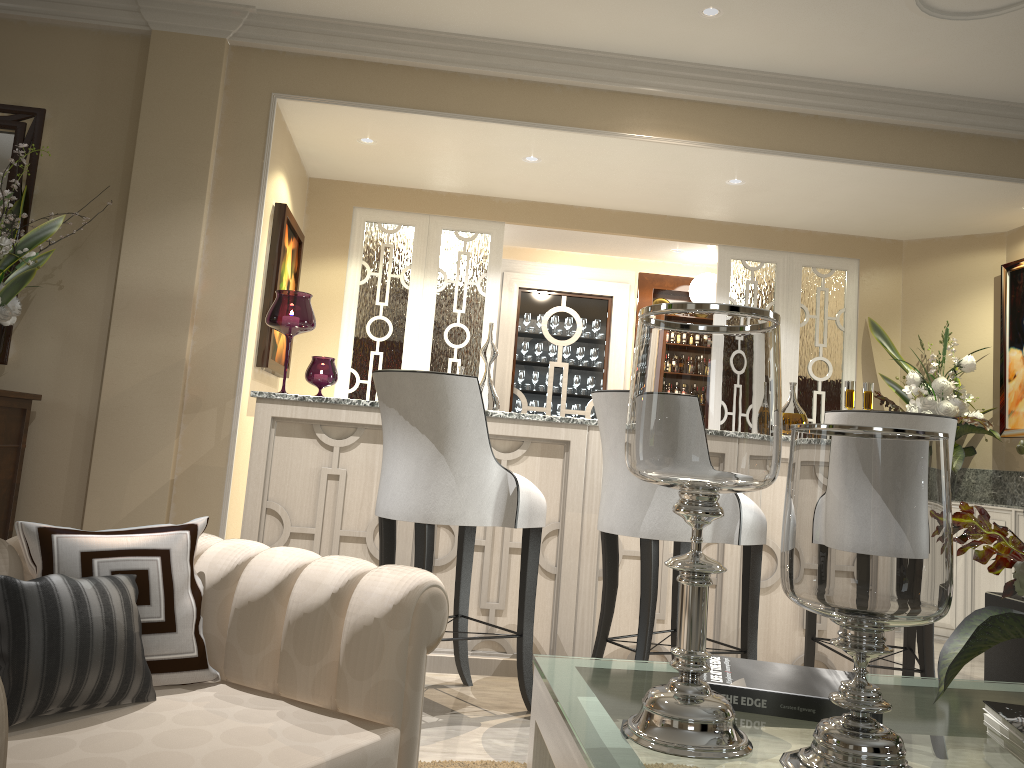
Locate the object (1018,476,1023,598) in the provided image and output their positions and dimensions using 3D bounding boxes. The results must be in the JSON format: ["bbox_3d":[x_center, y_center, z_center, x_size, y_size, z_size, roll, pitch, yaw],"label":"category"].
[{"bbox_3d":[1.829,0.536,3.086,0.121,0.419,0.120,5,-7,-1],"label":"object"}]

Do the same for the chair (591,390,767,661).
[{"bbox_3d":[0.460,0.518,2.631,0.540,0.957,0.456,8,-8,-30],"label":"chair"}]

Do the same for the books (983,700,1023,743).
[{"bbox_3d":[0.991,0.579,1.435,0.341,0.016,0.273,4,-4,12],"label":"books"}]

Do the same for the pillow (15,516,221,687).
[{"bbox_3d":[-0.600,0.341,1.356,0.299,0.271,0.197,9,-7,-35],"label":"pillow"}]

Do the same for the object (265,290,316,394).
[{"bbox_3d":[-0.818,-0.145,3.242,0.181,0.384,0.180,5,-7,-1],"label":"object"}]

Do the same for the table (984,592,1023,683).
[{"bbox_3d":[1.898,0.931,3.024,0.392,0.361,0.328,5,-6,-5],"label":"table"}]

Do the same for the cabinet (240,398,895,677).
[{"bbox_3d":[0.214,0.579,3.181,2.257,0.860,0.349,5,-7,-5],"label":"cabinet"}]

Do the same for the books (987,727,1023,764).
[{"bbox_3d":[0.989,0.614,1.419,0.343,0.019,0.252,4,-4,10],"label":"books"}]

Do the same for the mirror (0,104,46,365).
[{"bbox_3d":[-2.134,-0.590,3.332,0.600,1.000,0.035,5,-7,-5],"label":"mirror"}]

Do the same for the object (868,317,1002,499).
[{"bbox_3d":[2.183,0.112,4.488,0.540,0.965,0.613,5,-7,-8],"label":"object"}]

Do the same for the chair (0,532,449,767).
[{"bbox_3d":[-0.589,0.508,1.148,0.710,0.556,0.844,1,-6,29],"label":"chair"}]

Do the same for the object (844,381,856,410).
[{"bbox_3d":[1.273,0.096,3.338,0.055,0.214,0.055,6,-7,-10],"label":"object"}]

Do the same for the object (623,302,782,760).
[{"bbox_3d":[0.305,0.223,1.453,0.251,0.687,0.249,5,-7,-1],"label":"object"}]

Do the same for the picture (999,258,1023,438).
[{"bbox_3d":[2.509,-0.188,4.161,0.049,0.882,0.593,5,-6,-6],"label":"picture"}]

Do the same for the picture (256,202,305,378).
[{"bbox_3d":[-1.025,-0.393,3.954,0.049,0.697,0.593,5,-6,-6],"label":"picture"}]

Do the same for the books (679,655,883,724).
[{"bbox_3d":[0.500,0.584,1.702,0.351,0.044,0.258,4,-5,12],"label":"books"}]

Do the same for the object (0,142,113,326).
[{"bbox_3d":[-1.815,-0.410,3.101,0.561,0.858,0.601,4,-6,7],"label":"object"}]

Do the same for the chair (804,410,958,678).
[{"bbox_3d":[1.114,0.574,2.690,0.458,0.957,0.538,3,-7,9],"label":"chair"}]

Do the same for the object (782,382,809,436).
[{"bbox_3d":[1.048,0.099,3.314,0.120,0.213,0.119,5,-7,-1],"label":"object"}]

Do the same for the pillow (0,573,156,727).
[{"bbox_3d":[-0.590,0.348,1.184,0.128,0.188,0.249,1,-7,31],"label":"pillow"}]

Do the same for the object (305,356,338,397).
[{"bbox_3d":[-0.697,-0.021,3.240,0.119,0.155,0.119,5,-6,-1],"label":"object"}]

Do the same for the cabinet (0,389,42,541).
[{"bbox_3d":[-2.150,0.395,2.967,0.823,0.818,0.425,5,-7,-5],"label":"cabinet"}]

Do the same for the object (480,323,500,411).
[{"bbox_3d":[-0.088,-0.059,3.215,0.109,0.332,0.108,5,-7,-1],"label":"object"}]

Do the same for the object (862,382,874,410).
[{"bbox_3d":[1.344,0.102,3.345,0.055,0.214,0.055,6,-7,-10],"label":"object"}]

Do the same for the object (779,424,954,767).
[{"bbox_3d":[0.524,0.321,1.322,0.236,0.508,0.235,5,-7,-8],"label":"object"}]

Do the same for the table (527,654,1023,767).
[{"bbox_3d":[0.731,0.775,1.426,1.299,0.347,1.051,5,-5,-5],"label":"table"}]

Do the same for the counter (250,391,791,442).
[{"bbox_3d":[0.268,0.146,3.243,2.337,0.021,0.377,5,-4,-5],"label":"counter"}]

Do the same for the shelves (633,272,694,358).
[{"bbox_3d":[0.337,0.158,6.213,2.997,2.002,0.182,5,-7,-5],"label":"shelves"}]

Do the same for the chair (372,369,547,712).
[{"bbox_3d":[-0.191,0.461,2.569,0.539,0.957,0.457,10,-9,-40],"label":"chair"}]

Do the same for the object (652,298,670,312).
[{"bbox_3d":[1.090,-0.561,6.438,0.151,0.143,0.058,5,-7,-7],"label":"object"}]

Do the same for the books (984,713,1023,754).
[{"bbox_3d":[0.985,0.595,1.424,0.337,0.019,0.252,4,-4,8],"label":"books"}]

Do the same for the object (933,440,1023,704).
[{"bbox_3d":[0.999,0.338,1.426,0.547,0.478,0.507,5,-6,-5],"label":"object"}]

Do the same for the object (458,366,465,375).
[{"bbox_3d":[-0.189,0.017,3.195,0.051,0.162,0.051,6,-7,-10],"label":"object"}]

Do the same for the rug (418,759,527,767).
[{"bbox_3d":[0.710,0.861,0.817,2.969,0.022,2.657,5,-4,-5],"label":"rug"}]

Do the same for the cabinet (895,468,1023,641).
[{"bbox_3d":[2.235,0.824,4.219,0.509,0.845,1.227,8,-6,-29],"label":"cabinet"}]
